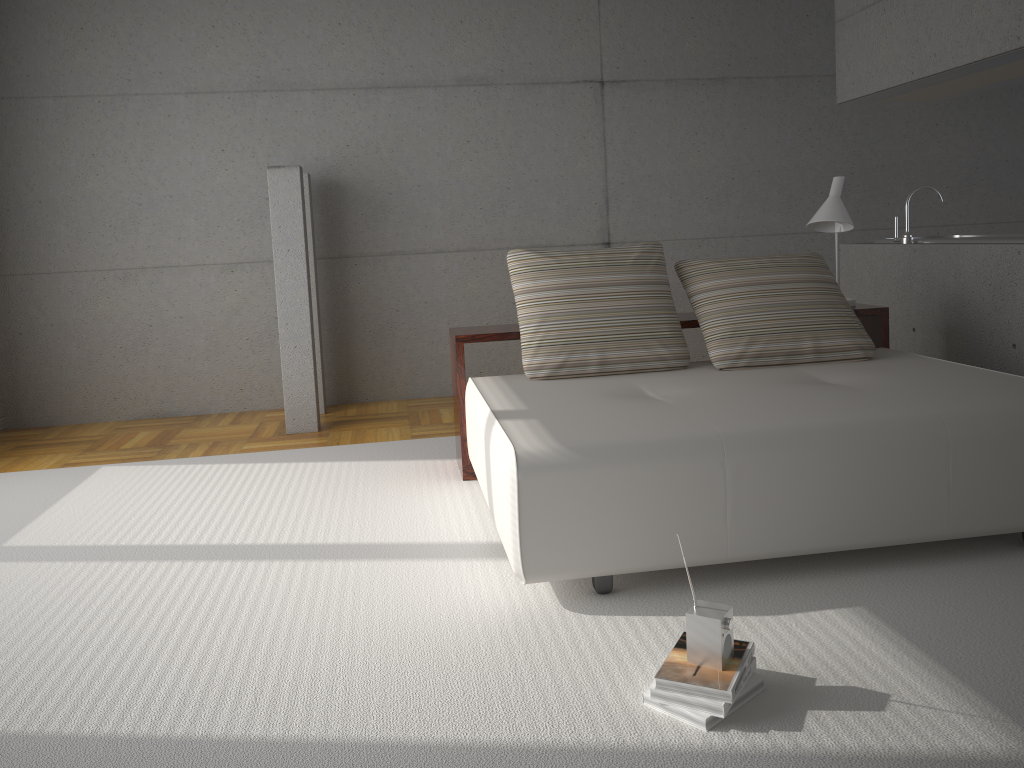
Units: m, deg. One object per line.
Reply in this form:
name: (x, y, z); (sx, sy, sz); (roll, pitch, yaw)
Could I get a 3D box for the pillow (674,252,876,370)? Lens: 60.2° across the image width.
pillow: (1.268, -0.368, 4.317); (0.807, 0.513, 0.583); (-4, 8, -7)

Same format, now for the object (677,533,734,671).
object: (0.464, 0.518, 2.161); (0.090, 0.364, 0.187); (0, 7, 33)

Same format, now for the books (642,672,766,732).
books: (0.484, 0.770, 2.224); (0.266, 0.032, 0.189); (-12, 13, -43)

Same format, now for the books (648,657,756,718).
books: (0.482, 0.739, 2.222); (0.189, 0.032, 0.267); (3, 11, 31)

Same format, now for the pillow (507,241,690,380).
pillow: (0.413, -0.363, 4.248); (0.801, 0.605, 0.494); (-4, 7, -8)

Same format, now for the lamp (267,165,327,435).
lamp: (-1.433, -0.583, 5.949); (0.200, 1.679, 0.803); (-4, 6, -8)

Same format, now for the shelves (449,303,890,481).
shelves: (0.827, 0.007, 4.645); (2.252, 0.711, 0.403); (-4, 6, -8)

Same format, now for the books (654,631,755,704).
books: (0.488, 0.706, 2.221); (0.189, 0.032, 0.267); (2, 10, 26)

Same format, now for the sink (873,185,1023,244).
sink: (2.804, -0.926, 5.214); (0.767, 0.535, 1.717); (-4, 9, -8)

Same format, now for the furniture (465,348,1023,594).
furniture: (0.957, 0.261, 3.669); (2.170, 0.518, 1.626); (-4, 9, -8)

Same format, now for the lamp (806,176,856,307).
lamp: (1.740, -0.766, 4.744); (0.324, 0.695, 0.245); (-6, 6, -26)
